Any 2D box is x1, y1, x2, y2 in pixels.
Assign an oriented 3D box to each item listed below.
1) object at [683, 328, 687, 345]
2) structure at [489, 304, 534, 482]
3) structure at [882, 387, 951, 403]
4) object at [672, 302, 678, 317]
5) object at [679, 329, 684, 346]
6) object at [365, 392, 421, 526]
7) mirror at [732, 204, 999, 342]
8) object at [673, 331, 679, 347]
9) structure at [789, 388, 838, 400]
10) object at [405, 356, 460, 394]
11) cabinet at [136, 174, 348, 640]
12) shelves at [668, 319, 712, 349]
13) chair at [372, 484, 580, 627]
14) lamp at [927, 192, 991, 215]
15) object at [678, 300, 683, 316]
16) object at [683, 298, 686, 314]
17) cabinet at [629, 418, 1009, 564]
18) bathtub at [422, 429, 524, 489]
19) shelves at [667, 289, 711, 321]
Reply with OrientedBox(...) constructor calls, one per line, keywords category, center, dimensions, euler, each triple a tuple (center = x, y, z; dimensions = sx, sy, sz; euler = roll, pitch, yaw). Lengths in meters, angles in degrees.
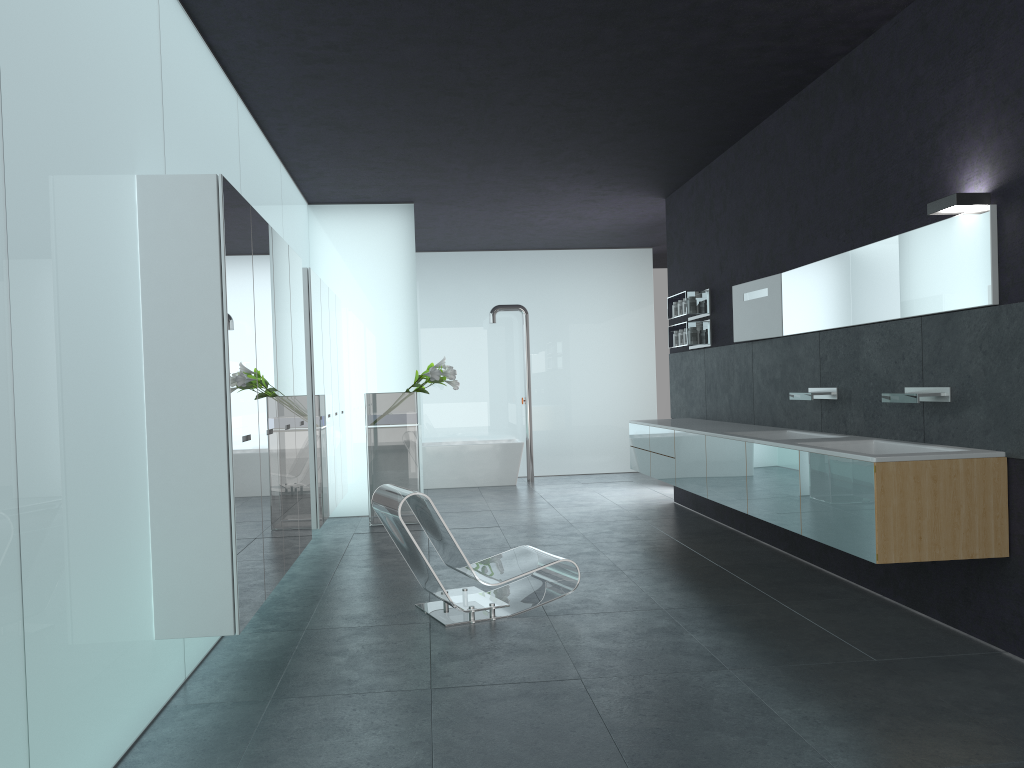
OrientedBox(category="object", center=(1.924, -0.516, 9.693), dimensions=(0.096, 0.184, 0.067), euler=(-2, 1, -7))
OrientedBox(category="structure", center=(-0.005, 0.179, 14.038), dimensions=(0.642, 2.873, 0.123), euler=(-2, 1, -6))
OrientedBox(category="structure", center=(2.431, 0.066, 5.373), dimensions=(0.186, 0.088, 0.482), euler=(-2, 0, -6))
OrientedBox(category="object", center=(1.874, -0.841, 10.087), dimensions=(0.096, 0.184, 0.067), euler=(-2, 1, -14))
OrientedBox(category="object", center=(1.906, -0.515, 9.880), dimensions=(0.096, 0.184, 0.067), euler=(-2, 1, 3))
OrientedBox(category="object", center=(-1.367, 0.843, 10.263), dimensions=(0.585, 1.491, 0.575), euler=(-2, 1, -6))
OrientedBox(category="mirror", center=(2.373, -0.675, 6.561), dimensions=(0.109, 0.532, 3.721), euler=(-2, 0, -7))
OrientedBox(category="object", center=(1.885, -0.513, 10.093), dimensions=(0.096, 0.184, 0.067), euler=(-2, 1, -14))
OrientedBox(category="structure", center=(2.293, 0.075, 6.785), dimensions=(0.186, 0.088, 0.482), euler=(-2, 0, -6))
OrientedBox(category="object", center=(-1.102, 0.064, 10.125), dimensions=(1.024, 0.780, 0.974), euler=(-2, 0, -13))
OrientedBox(category="cabinet", center=(-1.838, 0.129, 7.222), dimensions=(0.398, 2.216, 6.003), euler=(-2, 0, -6))
OrientedBox(category="shelves", center=(1.960, -0.540, 9.819), dimensions=(0.265, 0.285, 0.769), euler=(-2, 0, -6))
OrientedBox(category="chair", center=(-0.246, 1.102, 6.041), dimensions=(1.261, 0.871, 0.629), euler=(-2, 1, -24))
OrientedBox(category="lamp", center=(2.457, -0.991, 4.883), dimensions=(0.198, 0.066, 0.277), euler=(-2, 0, -6))
OrientedBox(category="object", center=(1.895, -0.842, 9.874), dimensions=(0.096, 0.184, 0.067), euler=(-2, 1, 3))
OrientedBox(category="object", center=(1.914, -0.843, 9.687), dimensions=(0.096, 0.184, 0.067), euler=(-2, 1, -7))
OrientedBox(category="cabinet", center=(1.983, 0.665, 7.424), dimensions=(0.734, 0.557, 5.582), euler=(-2, 0, -6))
OrientedBox(category="bathtub", center=(-0.829, 1.159, 13.975), dimensions=(1.977, 0.859, 0.960), euler=(-2, 0, -6))
OrientedBox(category="shelves", center=(1.950, -0.867, 9.813), dimensions=(0.265, 0.285, 0.769), euler=(-2, 0, -6))
